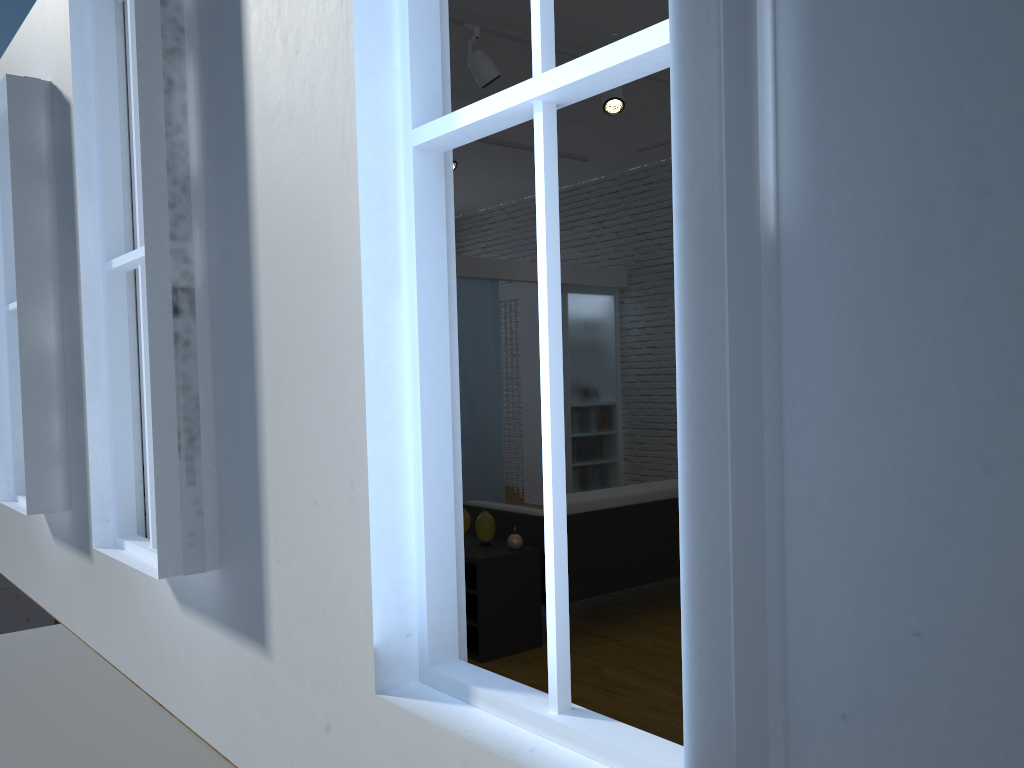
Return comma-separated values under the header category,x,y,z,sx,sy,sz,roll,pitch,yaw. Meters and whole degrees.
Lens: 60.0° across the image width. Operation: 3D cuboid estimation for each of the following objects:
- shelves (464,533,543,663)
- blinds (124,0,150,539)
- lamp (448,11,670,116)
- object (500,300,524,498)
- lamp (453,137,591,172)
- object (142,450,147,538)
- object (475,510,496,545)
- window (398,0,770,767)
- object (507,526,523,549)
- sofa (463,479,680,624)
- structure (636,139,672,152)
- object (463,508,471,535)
category,x,y,z,sx,sy,sz,roll,pitch,yaw
shelves,-0.231,0.982,4.216,0.349,0.452,0.730,-3,1,-39
blinds,-1.230,-0.448,3.160,0.007,2.113,0.761,-3,3,-39
lamp,0.489,-1.799,5.117,3.116,0.487,0.223,-2,2,-39
object,-0.179,0.166,9.172,0.051,2.018,0.923,-3,2,-39
lamp,-0.555,-1.777,6.451,3.115,0.487,0.205,-2,2,-42
object,-1.631,0.759,4.074,0.484,0.981,0.379,-1,2,23
object,-0.125,0.674,4.177,0.095,0.160,0.095,-1,2,2
window,0.054,-0.477,1.459,0.073,2.131,0.774,-3,3,-39
object,0.014,0.698,4.041,0.071,0.104,0.071,-2,2,-12
sofa,0.327,0.859,5.567,5.333,0.679,9.723,-2,0,-39
structure,2.347,-2.016,6.315,0.052,0.183,3.905,-3,1,-39
object,-0.297,0.651,4.173,0.207,0.215,0.207,-2,1,2
